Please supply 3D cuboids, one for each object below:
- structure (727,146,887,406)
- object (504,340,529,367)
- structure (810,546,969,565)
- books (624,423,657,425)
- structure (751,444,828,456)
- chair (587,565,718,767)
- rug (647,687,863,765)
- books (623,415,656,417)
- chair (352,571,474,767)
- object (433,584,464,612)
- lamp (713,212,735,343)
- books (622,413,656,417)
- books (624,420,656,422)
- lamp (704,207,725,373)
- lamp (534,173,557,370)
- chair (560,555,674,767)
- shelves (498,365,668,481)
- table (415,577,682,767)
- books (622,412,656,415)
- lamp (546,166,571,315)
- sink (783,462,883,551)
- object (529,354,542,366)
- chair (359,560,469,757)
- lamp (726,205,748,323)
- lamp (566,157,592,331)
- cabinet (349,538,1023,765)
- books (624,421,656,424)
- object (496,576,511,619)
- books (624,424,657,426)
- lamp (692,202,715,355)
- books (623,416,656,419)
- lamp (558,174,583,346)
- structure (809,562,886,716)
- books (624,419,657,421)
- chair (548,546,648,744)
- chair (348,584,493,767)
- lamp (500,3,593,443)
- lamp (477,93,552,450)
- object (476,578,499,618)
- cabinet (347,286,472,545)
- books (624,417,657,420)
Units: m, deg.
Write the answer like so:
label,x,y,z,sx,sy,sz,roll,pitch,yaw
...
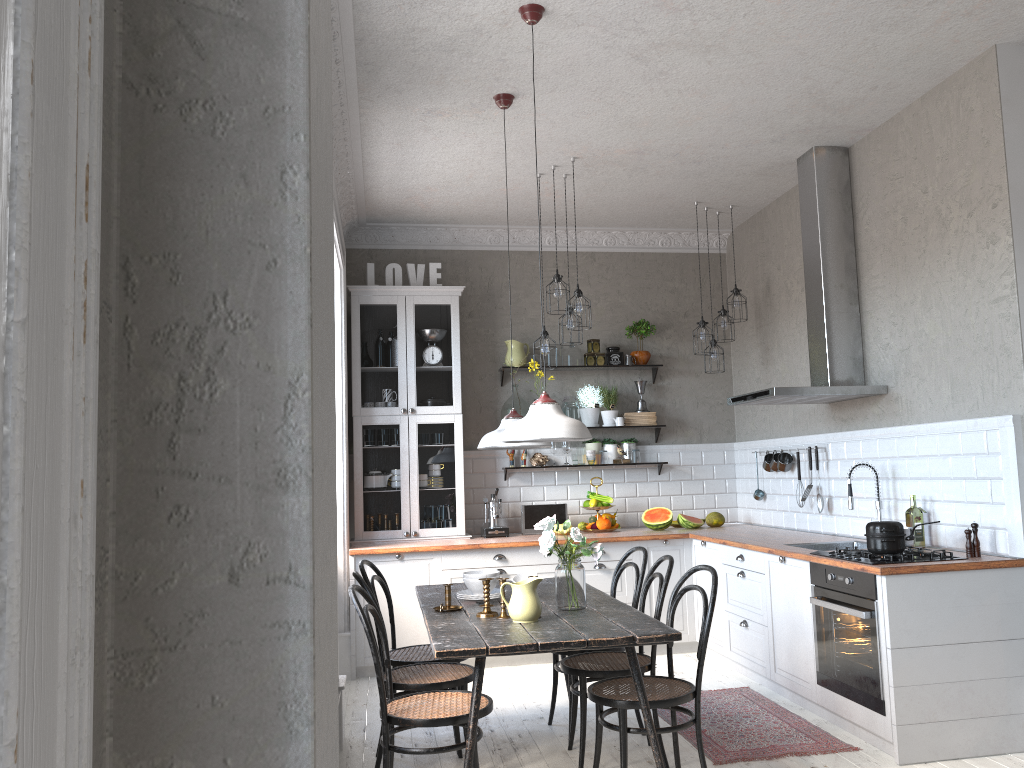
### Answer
label,x,y,z,sx,sy,sz,roll,pitch,yaw
structure,1.782,-0.692,5.570,0.718,1.595,0.707,-1,-6,-10
object,0.038,-0.234,7.017,0.190,0.216,0.173,-2,-6,4
structure,1.834,0.833,4.358,0.500,0.031,0.601,-1,-6,-9
books,1.037,0.327,7.205,0.262,0.011,0.157,-2,-6,-4
structure,1.968,0.478,6.356,0.095,0.053,1.078,-1,-6,-8
chair,0.577,1.218,3.595,0.554,0.920,0.434,-1,-6,-12
rug,1.167,1.754,4.631,0.742,0.014,1.279,-1,-6,-9
books,1.035,0.263,7.212,0.260,0.016,0.158,-2,-6,2
chair,-0.431,1.292,3.979,0.554,0.920,0.434,-1,-6,-12
object,-0.286,0.955,3.967,0.142,0.112,0.137,1,-6,-27
lamp,1.613,-1.192,6.909,0.144,1.734,0.149,-5,-7,32
books,1.034,0.252,7.213,0.261,0.016,0.157,-2,-6,-1
books,1.036,0.306,7.208,0.261,0.016,0.157,-2,-6,-1
lamp,1.501,-0.950,6.755,0.150,1.734,0.143,3,-7,-38
lamp,0.193,-0.962,5.853,0.150,1.734,0.143,3,-8,-42
chair,0.497,1.274,4.116,0.550,0.920,0.437,-2,-6,-2
shelves,0.571,0.323,7.112,1.327,0.923,0.227,-1,-6,-11
table,0.054,1.375,4.039,0.911,0.735,1.905,-1,-6,-9
books,1.034,0.241,7.214,0.262,0.011,0.157,-2,-6,-4
lamp,0.271,-1.317,5.744,0.149,1.734,0.144,1,-6,-23
sink,1.880,0.806,5.025,0.532,0.720,0.482,-1,-6,-10
object,0.190,-0.178,7.098,0.104,0.111,0.102,-1,-6,-10
chair,-0.482,1.342,4.457,0.548,0.920,0.438,-2,-6,3
lamp,1.675,-1.338,6.763,0.150,1.734,0.143,3,-7,-38
lamp,0.393,-1.206,5.594,0.144,1.734,0.150,-6,-7,37
cabinet,1.031,1.434,5.611,4.111,0.854,2.028,-6,-7,36
books,1.036,0.316,7.206,0.260,0.016,0.158,-2,-6,2
object,-0.037,0.890,3.704,0.061,0.172,0.062,-3,-6,12
books,1.037,0.338,7.204,0.262,0.011,0.157,-1,-6,-7
lamp,1.389,-1.084,6.612,0.144,1.734,0.149,-4,-6,22
books,1.035,0.273,7.211,0.262,0.011,0.157,-2,-6,-4
lamp,0.362,-1.123,5.898,0.149,1.734,0.144,1,-6,-23
structure,1.871,1.194,4.323,0.623,0.623,0.617,-1,-6,-10
books,1.036,0.295,7.209,0.262,0.011,0.157,-2,-6,-4
chair,0.446,1.323,4.593,0.554,0.920,0.434,-1,-6,-12
chair,-0.348,1.234,3.436,0.550,0.920,0.437,-2,-6,-2
lamp,0.112,-0.687,3.715,0.373,1.858,0.386,-5,-6,28
lamp,-0.015,-0.594,4.589,0.380,1.858,0.378,-2,-6,-2
object,-0.108,0.899,3.764,0.098,0.172,0.094,1,-6,-28
cabinet,-0.787,0.240,6.728,0.886,1.920,0.385,-1,-6,-10
books,1.035,0.284,7.210,0.262,0.011,0.157,-1,-6,-7
